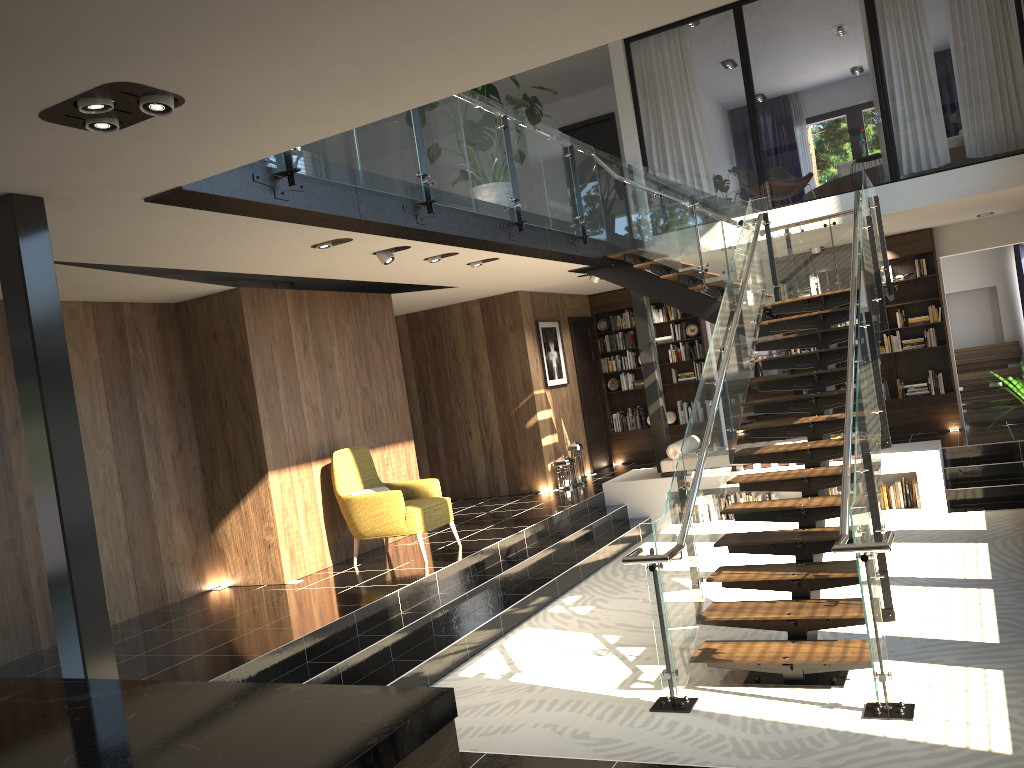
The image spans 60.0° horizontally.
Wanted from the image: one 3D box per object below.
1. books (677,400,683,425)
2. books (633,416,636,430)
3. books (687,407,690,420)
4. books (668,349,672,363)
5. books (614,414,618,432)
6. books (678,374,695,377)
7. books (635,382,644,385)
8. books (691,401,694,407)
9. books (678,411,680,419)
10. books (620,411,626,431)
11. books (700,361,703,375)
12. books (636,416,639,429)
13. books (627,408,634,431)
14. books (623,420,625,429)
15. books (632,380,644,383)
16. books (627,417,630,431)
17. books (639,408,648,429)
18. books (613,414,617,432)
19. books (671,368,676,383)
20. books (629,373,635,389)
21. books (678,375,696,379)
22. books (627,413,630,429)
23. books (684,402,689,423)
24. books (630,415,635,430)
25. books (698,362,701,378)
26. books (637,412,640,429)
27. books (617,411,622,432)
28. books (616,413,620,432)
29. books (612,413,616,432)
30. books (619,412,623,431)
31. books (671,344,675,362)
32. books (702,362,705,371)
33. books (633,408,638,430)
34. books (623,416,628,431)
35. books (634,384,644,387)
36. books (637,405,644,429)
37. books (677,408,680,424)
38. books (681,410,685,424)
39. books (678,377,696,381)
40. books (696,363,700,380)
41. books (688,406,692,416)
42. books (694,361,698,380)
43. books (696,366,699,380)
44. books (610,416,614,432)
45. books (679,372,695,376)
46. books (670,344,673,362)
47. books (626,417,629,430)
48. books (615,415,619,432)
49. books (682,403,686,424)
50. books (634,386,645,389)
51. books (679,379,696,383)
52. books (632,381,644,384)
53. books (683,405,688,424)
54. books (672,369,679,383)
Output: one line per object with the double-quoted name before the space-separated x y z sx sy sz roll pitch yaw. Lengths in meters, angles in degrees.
"books" 2.567 0.430 13.467 0.017 0.359 0.189 -8 0 27
"books" 1.947 0.595 13.848 0.036 0.222 0.173 -8 0 27
"books" 2.700 0.465 13.458 0.034 0.250 0.114 -8 0 27
"books" 2.430 -0.432 13.498 0.033 0.211 0.132 -8 0 27
"books" 1.680 0.606 13.991 0.030 0.282 0.170 -8 0 27
"books" 2.663 -0.130 13.430 0.266 0.019 0.157 -9 0 29
"books" 2.035 -0.015 13.745 0.244 0.033 0.142 -9 0 23
"books" 2.756 0.420 13.392 0.012 0.322 0.177 -8 0 27
"books" 2.574 0.470 13.514 0.024 0.278 0.135 -8 0 27
"books" 1.760 0.582 13.943 0.020 0.304 0.189 -8 0 27
"books" 2.857 -0.206 13.286 0.013 0.267 0.177 -8 0 27
"books" 1.993 0.595 13.825 0.033 0.208 0.191 -8 0 27
"books" 1.869 0.547 13.842 0.016 0.341 0.217 -8 0 27
"books" 1.801 0.623 13.950 0.035 0.212 0.159 -8 0 27
"books" 2.020 -0.052 13.727 0.293 0.013 0.187 -9 0 30
"books" 1.857 0.609 13.885 0.026 0.222 0.209 -8 0 27
"books" 2.049 0.532 13.769 0.042 0.315 0.193 -8 0 27
"books" 1.653 0.610 13.986 0.014 0.282 0.232 -8 0 27
"books" 2.484 -0.126 13.523 0.028 0.224 0.161 -8 0 27
"books" 1.884 -0.049 13.826 0.030 0.253 0.138 -8 0 27
"books" 2.664 -0.105 13.425 0.263 0.030 0.159 -9 0 24
"books" 1.866 0.577 13.865 0.017 0.282 0.232 -8 0 27
"books" 2.662 0.435 13.452 0.019 0.321 0.161 -8 0 27
"books" 1.917 0.599 13.865 0.034 0.223 0.208 -8 0 27
"books" 2.857 -0.200 13.340 0.038 0.257 0.138 -8 0 27
"books" 2.003 0.545 13.794 0.027 0.304 0.204 -8 0 27
"books" 1.717 0.588 13.935 0.015 0.306 0.222 -8 0 27
"books" 1.706 0.591 13.947 0.016 0.304 0.217 -8 0 27
"books" 1.647 0.608 14.024 0.032 0.288 0.179 -8 0 27
"books" 1.746 0.586 13.957 0.018 0.301 0.195 -8 0 27
"books" 2.459 -0.468 13.451 0.019 0.272 0.175 -8 0 27
"books" 2.883 -0.203 13.268 0.047 0.253 0.210 -8 0 27
"books" 1.954 0.543 13.818 0.016 0.322 0.218 -8 0 27
"books" 1.804 0.619 13.895 0.021 0.217 0.220 -8 0 27
"books" 2.039 0.012 13.745 0.266 0.021 0.152 -9 0 26
"books" 2.009 0.517 13.763 0.019 0.356 0.234 -8 0 27
"books" 2.559 0.489 13.532 0.023 0.244 0.135 -8 0 27
"books" 2.620 0.495 13.495 0.034 0.215 0.104 -8 0 27
"books" 2.664 -0.076 13.418 0.272 0.028 0.174 -9 0 23
"books" 2.816 -0.189 13.314 0.014 0.247 0.192 -8 0 27
"books" 2.722 0.458 13.424 0.037 0.256 0.145 -8 0 27
"books" 2.784 -0.201 13.340 0.014 0.279 0.202 -8 0 27
"books" 2.815 -0.178 13.352 0.024 0.226 0.141 -8 0 27
"books" 1.617 0.626 14.033 0.033 0.262 0.194 -8 0 27
"books" 2.663 -0.155 13.438 0.239 0.031 0.146 -9 0 27
"books" 2.447 -0.470 13.477 0.025 0.280 0.145 -8 0 27
"books" 1.839 0.620 13.907 0.029 0.207 0.166 -8 0 27
"books" 1.690 0.611 13.952 0.022 0.269 0.215 -8 0 27
"books" 2.635 0.441 13.482 0.019 0.317 0.122 -8 1 27
"books" 2.042 0.038 13.743 0.263 0.032 0.154 -9 0 29
"books" 2.673 -0.053 13.428 0.245 0.021 0.159 -9 0 29
"books" 2.024 -0.038 13.734 0.293 0.016 0.174 -9 0 26
"books" 2.655 0.452 13.475 0.019 0.289 0.145 -8 0 27
"books" 2.500 -0.120 13.483 0.036 0.206 0.215 -8 0 27
